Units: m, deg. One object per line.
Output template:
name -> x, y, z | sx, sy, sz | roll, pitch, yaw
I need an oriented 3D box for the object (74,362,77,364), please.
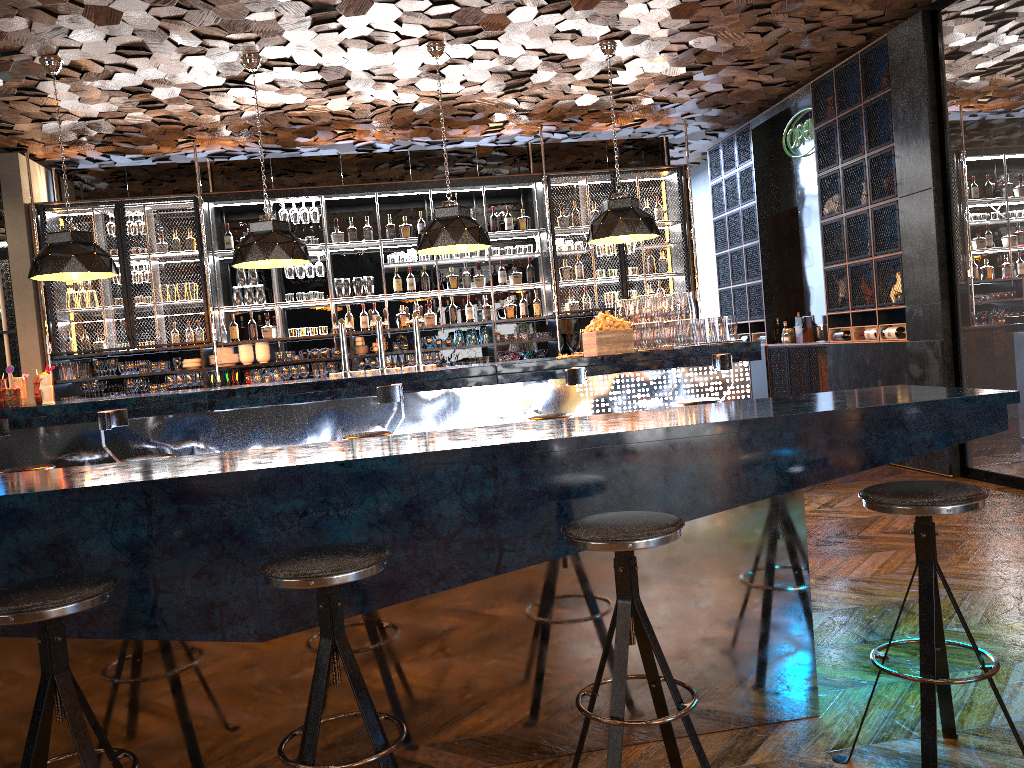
object -> -4.433, -0.136, 8.984 | 0.067, 0.174, 0.067 | -3, 3, 42

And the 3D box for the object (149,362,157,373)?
object -> -3.606, -0.166, 8.911 | 0.078, 0.103, 0.078 | -3, 3, 35

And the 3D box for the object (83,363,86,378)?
object -> -4.323, -0.132, 8.933 | 0.051, 0.152, 0.058 | -3, 3, 43

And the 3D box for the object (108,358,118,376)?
object -> -3.970, -0.166, 8.839 | 0.087, 0.170, 0.087 | -3, 3, 42

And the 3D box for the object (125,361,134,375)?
object -> -3.830, -0.161, 8.888 | 0.081, 0.132, 0.081 | -7, 3, -36

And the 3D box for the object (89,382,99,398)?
object -> -4.155, 0.091, 8.843 | 0.091, 0.227, 0.091 | -4, 3, 15

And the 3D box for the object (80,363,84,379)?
object -> -4.319, -0.129, 8.873 | 0.058, 0.152, 0.051 | -5, 2, -4

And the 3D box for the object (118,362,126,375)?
object -> -3.920, -0.155, 8.927 | 0.081, 0.132, 0.081 | -7, 3, -36

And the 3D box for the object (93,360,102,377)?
object -> -4.121, -0.153, 8.828 | 0.087, 0.170, 0.087 | -3, 3, 42

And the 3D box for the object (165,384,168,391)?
object -> -3.557, 0.070, 9.082 | 0.065, 0.146, 0.074 | -4, 3, 15

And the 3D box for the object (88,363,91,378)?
object -> -4.358, -0.136, 9.106 | 0.058, 0.152, 0.051 | -3, 3, 43

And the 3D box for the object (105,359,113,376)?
object -> -4.044, -0.163, 8.920 | 0.087, 0.170, 0.087 | -3, 3, 42

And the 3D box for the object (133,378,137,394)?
object -> -3.860, 0.056, 9.045 | 0.077, 0.229, 0.088 | -5, 2, 8

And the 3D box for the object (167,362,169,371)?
object -> -3.565, -0.176, 9.094 | 0.078, 0.099, 0.078 | -7, 3, -41

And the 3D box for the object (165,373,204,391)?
object -> -3.326, 0.011, 9.049 | 0.376, 0.227, 0.186 | -5, 2, -10

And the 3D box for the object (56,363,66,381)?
object -> -4.476, -0.124, 8.797 | 0.067, 0.174, 0.067 | -5, 2, 0

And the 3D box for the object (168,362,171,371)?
object -> -3.574, -0.179, 9.178 | 0.078, 0.099, 0.078 | -7, 3, -41

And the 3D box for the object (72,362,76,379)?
object -> -4.417, -0.133, 8.895 | 0.067, 0.174, 0.067 | -4, 3, 17

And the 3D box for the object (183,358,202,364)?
object -> -3.245, -0.224, 9.027 | 0.211, 0.060, 0.209 | -3, 3, 36

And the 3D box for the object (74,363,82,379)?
object -> -4.314, -0.127, 8.813 | 0.051, 0.152, 0.058 | -5, 2, -3

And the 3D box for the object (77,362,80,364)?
object -> -4.446, -0.138, 9.069 | 0.067, 0.174, 0.067 | -3, 3, 32

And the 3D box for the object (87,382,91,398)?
object -> -4.262, 0.096, 8.940 | 0.091, 0.227, 0.091 | -3, 3, 31

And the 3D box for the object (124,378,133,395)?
object -> -3.832, 0.061, 8.874 | 0.088, 0.229, 0.077 | -5, 2, 5

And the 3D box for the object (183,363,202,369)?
object -> -3.243, -0.183, 9.029 | 0.209, 0.060, 0.211 | -3, 3, 41

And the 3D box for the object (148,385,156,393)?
object -> -3.634, 0.082, 8.958 | 0.074, 0.146, 0.065 | -6, 3, -32

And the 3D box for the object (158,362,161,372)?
object -> -3.553, -0.173, 9.002 | 0.078, 0.099, 0.078 | -7, 3, -41

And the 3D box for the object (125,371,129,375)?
object -> -3.942, -0.160, 9.072 | 0.081, 0.132, 0.081 | -7, 3, -36

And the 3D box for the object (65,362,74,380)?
object -> -4.399, -0.131, 8.820 | 0.067, 0.174, 0.067 | -3, 3, 31

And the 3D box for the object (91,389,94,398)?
object -> -4.289, 0.093, 9.071 | 0.091, 0.227, 0.091 | -5, 2, -5

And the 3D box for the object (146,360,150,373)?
object -> -3.737, -0.176, 9.065 | 0.074, 0.131, 0.074 | -5, 2, 5

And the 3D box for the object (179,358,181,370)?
object -> -3.464, -0.205, 9.196 | 0.074, 0.131, 0.074 | -5, 2, 5

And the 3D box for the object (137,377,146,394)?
object -> -3.745, 0.049, 8.975 | 0.088, 0.229, 0.077 | -5, 2, -9

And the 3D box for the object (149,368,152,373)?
object -> -3.641, -0.166, 8.990 | 0.078, 0.103, 0.078 | -3, 3, 35

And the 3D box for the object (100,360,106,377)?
object -> -4.138, -0.156, 8.945 | 0.087, 0.170, 0.087 | -3, 3, 42

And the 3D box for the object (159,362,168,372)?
object -> -3.507, -0.173, 8.918 | 0.078, 0.099, 0.078 | -7, 3, -41

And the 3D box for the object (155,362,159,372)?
object -> -3.657, -0.169, 9.080 | 0.078, 0.103, 0.078 | -3, 3, 35

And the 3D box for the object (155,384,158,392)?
object -> -3.651, 0.079, 9.060 | 0.065, 0.146, 0.074 | -5, 2, 4

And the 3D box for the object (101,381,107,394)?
object -> -4.182, 0.084, 9.063 | 0.091, 0.227, 0.091 | -3, 3, 45

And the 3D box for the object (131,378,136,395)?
object -> -3.844, 0.058, 8.965 | 0.077, 0.229, 0.088 | -3, 3, 41

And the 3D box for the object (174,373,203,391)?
object -> -3.354, 0.006, 9.243 | 0.376, 0.227, 0.186 | -5, 2, -10

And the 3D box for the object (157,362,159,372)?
object -> -3.670, -0.171, 9.164 | 0.078, 0.103, 0.078 | -3, 3, 35

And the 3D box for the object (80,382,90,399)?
object -> -4.248, 0.100, 8.832 | 0.091, 0.227, 0.091 | -3, 3, 44

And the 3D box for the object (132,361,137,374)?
object -> -3.851, -0.165, 9.006 | 0.081, 0.132, 0.081 | -7, 3, -36

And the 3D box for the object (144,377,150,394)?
object -> -3.759, 0.045, 9.097 | 0.088, 0.229, 0.077 | -5, 2, -7

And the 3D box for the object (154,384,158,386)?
object -> -3.665, 0.076, 9.157 | 0.065, 0.146, 0.074 | -4, 3, 21

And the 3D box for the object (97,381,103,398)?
object -> -4.168, 0.088, 8.946 | 0.091, 0.227, 0.091 | -3, 3, 45

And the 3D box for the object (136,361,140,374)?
object -> -3.867, -0.169, 9.135 | 0.081, 0.132, 0.081 | -7, 3, -36

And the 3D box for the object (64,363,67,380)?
object -> -4.484, -0.126, 8.872 | 0.067, 0.174, 0.067 | -3, 3, 32

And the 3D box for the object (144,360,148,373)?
object -> -3.724, -0.173, 8.980 | 0.074, 0.131, 0.074 | -5, 2, 5

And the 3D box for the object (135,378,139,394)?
object -> -3.872, 0.053, 9.137 | 0.077, 0.229, 0.088 | -7, 3, -34

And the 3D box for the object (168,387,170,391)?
object -> -3.568, 0.066, 9.184 | 0.074, 0.146, 0.065 | -4, 3, 14

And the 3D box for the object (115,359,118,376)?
object -> -4.065, -0.167, 9.064 | 0.087, 0.170, 0.087 | -3, 3, 42

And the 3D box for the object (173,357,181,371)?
object -> -3.409, -0.203, 9.025 | 0.074, 0.131, 0.074 | -5, 2, 5

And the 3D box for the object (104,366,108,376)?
object -> -4.155, -0.160, 9.062 | 0.087, 0.170, 0.087 | -3, 3, 42

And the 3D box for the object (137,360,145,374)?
object -> -3.714, -0.171, 8.893 | 0.074, 0.131, 0.074 | -5, 2, 5

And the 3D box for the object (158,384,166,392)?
object -> -3.540, 0.073, 8.976 | 0.074, 0.146, 0.065 | -6, 3, -14
